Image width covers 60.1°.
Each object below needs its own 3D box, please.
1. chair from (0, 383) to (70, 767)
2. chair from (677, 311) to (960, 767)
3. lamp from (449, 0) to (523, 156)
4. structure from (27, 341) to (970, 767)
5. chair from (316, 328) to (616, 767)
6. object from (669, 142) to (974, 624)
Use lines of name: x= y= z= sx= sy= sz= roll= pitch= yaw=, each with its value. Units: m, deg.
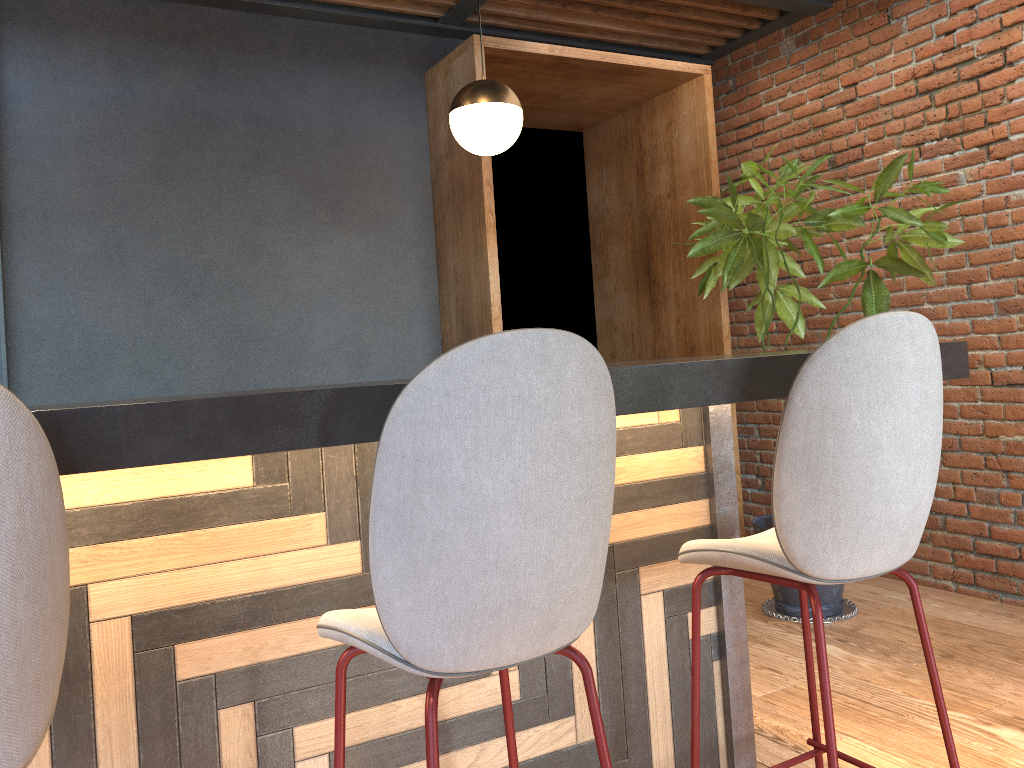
chair: x=-0.696 y=0.591 z=0.944 sx=0.419 sy=1.244 sz=0.506 roll=-3 pitch=-1 yaw=-33
chair: x=0.588 y=0.497 z=1.716 sx=0.419 sy=1.244 sz=0.506 roll=-3 pitch=-1 yaw=-29
lamp: x=-0.211 y=-2.725 z=3.256 sx=0.268 sy=3.798 sz=0.268 roll=-4 pitch=-1 yaw=-8
structure: x=-1.774 y=0.571 z=2.019 sx=4.925 sy=1.398 sz=2.912 roll=-4 pitch=1 yaw=-29
chair: x=-0.060 y=0.549 z=1.375 sx=0.419 sy=1.244 sz=0.506 roll=-3 pitch=-1 yaw=-31
object: x=1.289 y=-0.034 z=3.980 sx=1.084 sy=2.099 sz=1.514 roll=-4 pitch=0 yaw=-23
